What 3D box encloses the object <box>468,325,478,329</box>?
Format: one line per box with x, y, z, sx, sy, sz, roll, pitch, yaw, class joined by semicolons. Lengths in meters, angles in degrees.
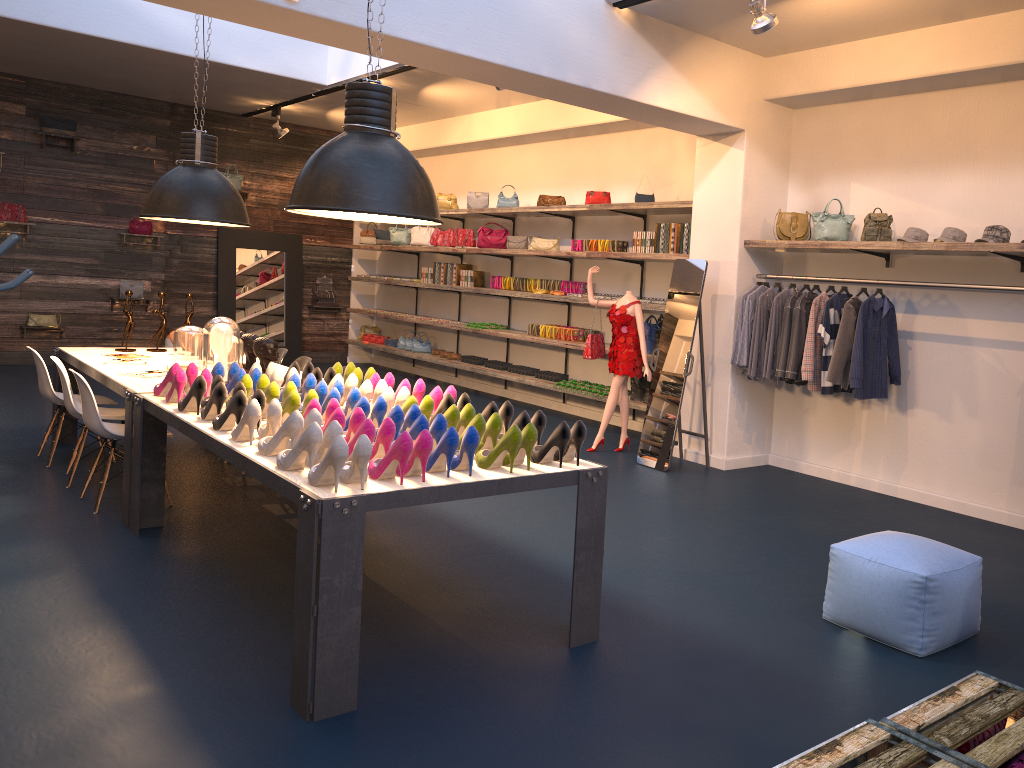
-0.455;-0.704;10.673;0.254;0.057;0.077;-2;8;-43;object

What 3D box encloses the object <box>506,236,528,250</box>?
0.064;-1.658;10.185;0.260;0.175;0.108;5;4;12;object

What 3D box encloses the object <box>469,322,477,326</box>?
-0.435;-0.738;10.741;0.256;0.063;0.077;-1;7;-34;object

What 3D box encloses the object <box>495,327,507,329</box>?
-0.172;-0.672;10.579;0.254;0.057;0.077;-2;8;-43;object

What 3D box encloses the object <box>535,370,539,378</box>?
0.350;-0.111;9.905;0.198;0.087;0.062;1;5;-23;object

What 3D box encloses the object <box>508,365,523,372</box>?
0.040;-0.183;10.316;0.194;0.087;0.063;2;4;-15;object

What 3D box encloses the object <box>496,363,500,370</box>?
-0.107;-0.217;10.508;0.202;0.087;0.061;-1;6;-38;object

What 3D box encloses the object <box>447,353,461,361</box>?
-0.729;-0.358;11.301;0.218;0.082;0.229;10;9;42;object

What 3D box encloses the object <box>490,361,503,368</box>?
-0.183;-0.235;10.609;0.202;0.087;0.061;-1;6;-38;object

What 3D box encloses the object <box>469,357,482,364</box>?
-0.454;-0.298;10.966;0.202;0.087;0.061;-1;6;-38;object

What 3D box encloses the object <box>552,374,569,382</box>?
0.541;-0.066;9.653;0.193;0.087;0.064;3;4;-12;object

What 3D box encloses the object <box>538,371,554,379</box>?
0.387;-0.102;9.856;0.198;0.087;0.062;1;5;-24;object

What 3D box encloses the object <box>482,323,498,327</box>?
-0.258;-0.703;10.556;0.255;0.067;0.078;0;6;-32;object

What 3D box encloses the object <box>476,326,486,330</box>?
-0.354;-0.680;10.540;0.254;0.057;0.077;-2;8;-43;object

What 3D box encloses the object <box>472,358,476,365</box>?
-0.417;-0.289;10.916;0.202;0.087;0.061;-1;6;-38;object

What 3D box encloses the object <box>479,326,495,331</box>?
-0.315;-0.668;10.464;0.254;0.057;0.077;-2;8;-43;object

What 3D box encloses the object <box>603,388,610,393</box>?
1.019;0.077;8.857;0.255;0.067;0.078;0;6;-32;object

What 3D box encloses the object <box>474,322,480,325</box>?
-0.359;-0.726;10.690;0.255;0.067;0.077;0;6;-32;object

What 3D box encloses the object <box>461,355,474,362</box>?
-0.570;-0.324;11.118;0.202;0.087;0.061;-1;6;-38;object

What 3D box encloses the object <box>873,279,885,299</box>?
2.767;-0.679;6.548;0.467;0.219;0.009;-1;5;-39;object

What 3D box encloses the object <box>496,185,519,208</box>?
-0.041;-2.219;10.302;0.280;0.281;0.095;3;3;-5;object

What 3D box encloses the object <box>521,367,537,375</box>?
0.192;-0.147;10.113;0.189;0.087;0.065;3;4;-4;object

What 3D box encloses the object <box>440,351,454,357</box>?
-0.839;-0.392;11.518;0.218;0.082;0.229;10;9;41;object

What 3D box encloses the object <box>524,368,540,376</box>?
0.230;-0.139;10.064;0.186;0.087;0.066;4;4;0;object

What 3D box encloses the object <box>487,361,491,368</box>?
-0.221;-0.244;10.660;0.202;0.087;0.061;-1;6;-38;object

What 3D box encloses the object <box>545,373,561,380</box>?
0.464;-0.084;9.753;0.195;0.087;0.063;2;4;-17;object

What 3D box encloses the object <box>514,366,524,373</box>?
0.116;-0.165;10.216;0.191;0.087;0.064;3;4;-9;object

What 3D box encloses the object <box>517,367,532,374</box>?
0.155;-0.156;10.163;0.191;0.087;0.064;3;4;-9;object

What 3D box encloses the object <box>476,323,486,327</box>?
-0.334;-0.716;10.609;0.255;0.064;0.079;0;7;-32;object

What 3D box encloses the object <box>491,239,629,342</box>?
0.450;-1.066;9.864;0.494;1.131;2.484;1;7;-37;object

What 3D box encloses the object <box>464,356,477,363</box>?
-0.531;-0.316;11.069;0.202;0.087;0.061;-1;6;-38;object

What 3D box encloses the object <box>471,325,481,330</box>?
-0.415;-0.692;10.597;0.254;0.057;0.077;-2;8;-43;object

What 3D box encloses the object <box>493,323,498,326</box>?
-0.191;-0.719;10.723;0.080;0.073;0.252;7;7;30;object

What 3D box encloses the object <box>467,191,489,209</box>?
-0.418;-2.277;10.787;0.274;0.229;0.079;4;3;2;object

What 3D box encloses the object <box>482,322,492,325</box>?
-0.305;-0.746;10.875;0.241;0.053;0.083;3;6;-9;object

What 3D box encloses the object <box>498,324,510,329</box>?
-0.114;-0.707;10.671;0.079;0.067;0.254;7;7;31;object

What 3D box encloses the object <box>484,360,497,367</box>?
-0.260;-0.252;10.709;0.202;0.087;0.061;-1;6;-38;object

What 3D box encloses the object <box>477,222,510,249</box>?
-0.230;-1.807;10.583;0.279;0.336;0.371;8;6;41;object

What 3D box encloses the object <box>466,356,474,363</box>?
-0.493;-0.307;11.018;0.202;0.087;0.061;-1;6;-38;object

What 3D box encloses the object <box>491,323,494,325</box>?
-0.216;-0.729;10.804;0.077;0.074;0.254;8;7;38;object

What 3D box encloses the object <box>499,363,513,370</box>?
-0.068;-0.208;10.457;0.202;0.087;0.061;-1;6;-38;object

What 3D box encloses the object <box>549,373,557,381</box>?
0.503;-0.075;9.704;0.194;0.087;0.063;2;4;-16;object

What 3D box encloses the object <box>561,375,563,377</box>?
0.542;-0.094;9.647;0.049;0.022;0.011;2;4;-14;object

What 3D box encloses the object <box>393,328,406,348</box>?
-1.601;-0.659;12.474;0.206;0.278;0.057;3;3;-9;object

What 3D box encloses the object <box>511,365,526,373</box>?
0.077;-0.174;10.266;0.192;0.087;0.064;3;4;-11;object

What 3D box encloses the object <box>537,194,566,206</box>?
0.471;-2.030;9.659;0.386;0.140;0.377;1;7;-26;object

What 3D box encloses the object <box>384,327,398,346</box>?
-1.755;-0.694;12.677;0.206;0.278;0.057;3;3;-9;object

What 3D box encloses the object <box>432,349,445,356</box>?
-0.970;-0.426;11.720;0.226;0.082;0.221;1;7;-26;object

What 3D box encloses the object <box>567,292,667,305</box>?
1.135;-0.876;8.882;0.522;0.060;1.406;-1;9;-37;object

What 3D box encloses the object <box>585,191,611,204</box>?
0.897;-1.928;9.025;0.282;0.149;0.112;3;4;-5;object

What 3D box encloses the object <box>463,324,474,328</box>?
-0.513;-0.716;10.736;0.254;0.057;0.077;-2;8;-43;object

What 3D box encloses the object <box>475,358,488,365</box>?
-0.378;-0.280;10.866;0.202;0.087;0.061;-1;6;-38;object

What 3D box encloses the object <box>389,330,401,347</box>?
-1.680;-0.677;12.583;0.211;0.278;0.056;2;3;-18;object

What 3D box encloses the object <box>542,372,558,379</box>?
0.425;-0.093;9.805;0.195;0.087;0.063;2;4;-17;object

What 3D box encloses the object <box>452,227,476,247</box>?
-0.613;-1.848;10.940;0.302;0.249;0.143;6;4;23;object

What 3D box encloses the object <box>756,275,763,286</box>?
2.108;-0.828;7.387;0.467;0.219;0.009;-1;5;-39;object

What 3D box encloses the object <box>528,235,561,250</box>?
0.359;-1.587;9.789;0.362;0.174;0.233;4;5;3;object

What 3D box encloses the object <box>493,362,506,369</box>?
-0.144;-0.225;10.557;0.202;0.087;0.061;-1;6;-38;object
